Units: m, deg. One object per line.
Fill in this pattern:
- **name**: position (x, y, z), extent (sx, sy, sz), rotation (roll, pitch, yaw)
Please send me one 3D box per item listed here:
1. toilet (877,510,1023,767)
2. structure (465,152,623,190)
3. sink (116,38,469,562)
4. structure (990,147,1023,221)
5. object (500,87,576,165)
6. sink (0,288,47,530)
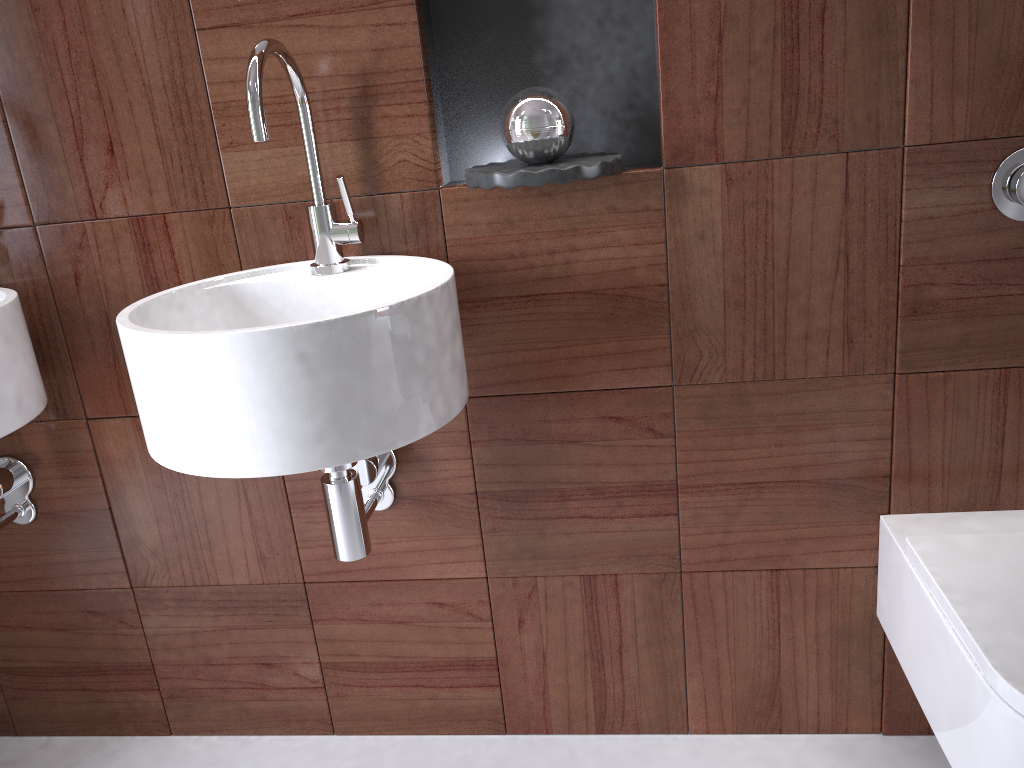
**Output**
- **toilet**: position (0.702, 0.388, 1.105), extent (0.329, 0.284, 0.547), rotation (-3, 19, 8)
- **structure**: position (0.044, -0.300, 1.243), extent (0.220, 0.023, 0.222), rotation (-7, 18, -1)
- **sink**: position (-0.274, -0.066, 1.140), extent (0.415, 0.715, 0.417), rotation (-3, 19, 8)
- **structure**: position (0.680, -0.259, 1.155), extent (0.098, 0.098, 0.034), rotation (-3, 19, 8)
- **object**: position (-0.581, -0.316, 1.299), extent (1.350, 0.104, 0.104), rotation (-3, 19, 8)
- **sink**: position (-0.898, -0.029, 1.228), extent (0.415, 0.715, 0.417), rotation (-3, 19, 8)
